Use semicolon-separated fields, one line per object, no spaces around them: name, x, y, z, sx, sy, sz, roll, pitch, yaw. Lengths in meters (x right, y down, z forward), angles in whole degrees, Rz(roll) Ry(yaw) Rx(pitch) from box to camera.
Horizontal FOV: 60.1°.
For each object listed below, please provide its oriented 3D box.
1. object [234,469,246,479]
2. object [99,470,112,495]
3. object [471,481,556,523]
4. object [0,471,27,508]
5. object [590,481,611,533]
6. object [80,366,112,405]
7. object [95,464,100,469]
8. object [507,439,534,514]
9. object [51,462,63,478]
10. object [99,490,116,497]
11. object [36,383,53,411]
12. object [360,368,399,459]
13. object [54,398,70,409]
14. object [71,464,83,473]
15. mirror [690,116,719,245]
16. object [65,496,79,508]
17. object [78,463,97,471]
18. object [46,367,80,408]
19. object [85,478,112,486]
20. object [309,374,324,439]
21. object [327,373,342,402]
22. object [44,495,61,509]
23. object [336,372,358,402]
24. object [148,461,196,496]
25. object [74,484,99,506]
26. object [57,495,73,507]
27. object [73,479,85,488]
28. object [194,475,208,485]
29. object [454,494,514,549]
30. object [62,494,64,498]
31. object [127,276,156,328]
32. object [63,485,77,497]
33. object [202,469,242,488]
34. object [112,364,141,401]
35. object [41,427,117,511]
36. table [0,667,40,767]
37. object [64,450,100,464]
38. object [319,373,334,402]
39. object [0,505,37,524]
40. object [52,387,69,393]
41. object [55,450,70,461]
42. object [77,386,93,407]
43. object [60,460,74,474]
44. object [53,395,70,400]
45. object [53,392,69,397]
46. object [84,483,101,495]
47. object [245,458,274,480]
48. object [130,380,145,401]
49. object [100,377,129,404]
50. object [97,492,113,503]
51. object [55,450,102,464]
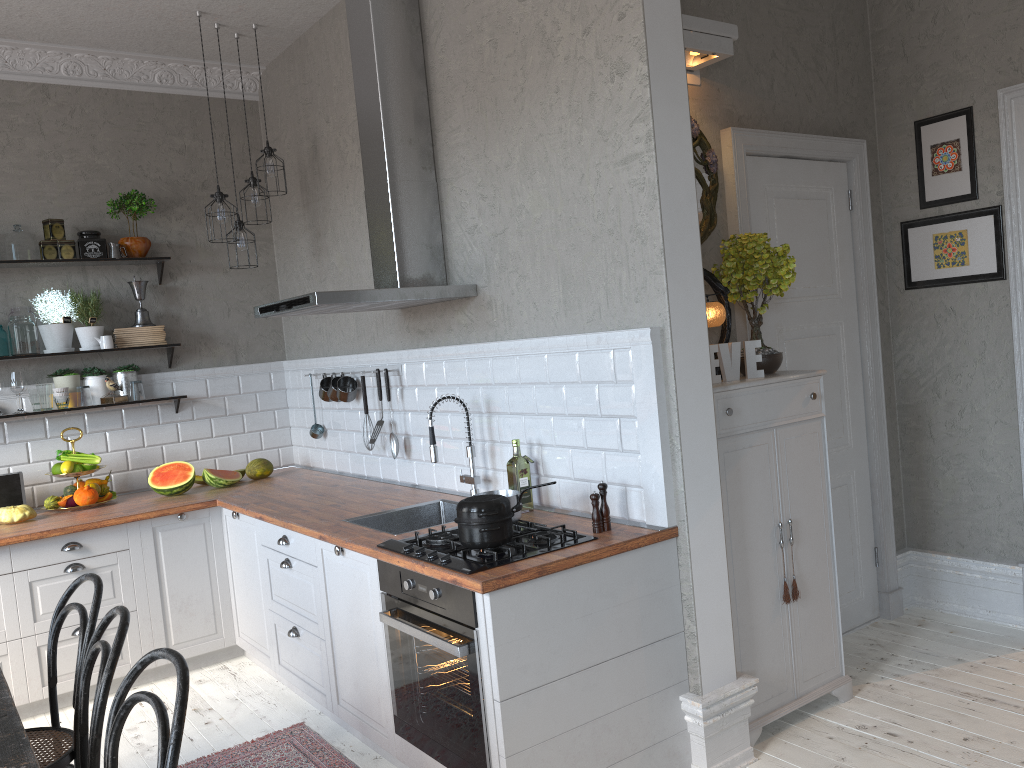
object;-1.594;0.526;5.066;0.118;0.073;0.202;-4;3;18
object;-2.176;0.528;4.721;0.062;0.120;0.124;-6;3;-11
object;0.008;0.412;3.123;0.304;0.134;0.174;-5;3;-1
object;-2.632;0.578;4.416;0.359;0.226;0.086;-8;4;-36
object;0.294;0.408;2.953;0.074;0.167;0.035;-8;4;-36
object;-2.304;0.008;4.904;0.174;0.214;0.146;-6;3;-6
object;-2.210;0.435;4.690;0.053;0.050;0.048;-7;3;-26
object;0.041;0.352;3.414;0.091;0.282;0.080;-8;4;-35
object;-2.334;0.446;4.596;0.099;0.078;0.098;-3;4;42
object;-2.231;0.591;4.740;0.217;0.044;0.054;-5;3;2
object;-2.463;0.070;4.678;0.077;0.139;0.080;-4;3;27
object;-0.668;0.147;4.364;0.083;0.443;0.322;-8;4;-35
object;-2.378;0.106;4.686;0.079;0.051;0.075;-8;4;-42
object;-2.254;0.446;4.581;0.065;0.061;0.065;-8;4;-35
mirror;0.647;-0.804;3.489;0.543;0.593;0.069;-8;4;-36
object;-2.309;0.615;4.604;0.224;0.076;0.071;-3;4;36
object;-2.227;0.442;4.642;0.099;0.062;0.077;-4;3;27
object;-2.428;0.020;4.804;0.153;0.217;0.159;-3;4;34
object;-2.203;0.524;4.711;0.129;0.056;0.058;-8;4;-43
object;-1.138;0.128;5.094;0.078;0.379;0.081;-8;4;-35
object;-0.933;0.017;4.773;0.110;0.161;0.134;-7;4;-33
object;-2.367;0.609;4.587;0.077;0.072;0.151;-6;3;-5
object;-0.870;0.016;4.666;0.110;0.161;0.135;-6;3;-18
object;-1.823;0.513;4.751;0.238;0.174;0.215;-6;3;-14
object;-2.186;0.571;4.544;0.110;0.111;0.114;-4;3;22
object;-2.314;0.608;4.582;0.086;0.057;0.088;-6;3;-3
object;-2.289;0.551;4.699;0.087;0.093;0.085;-8;4;-39
object;-1.746;0.543;5.073;0.202;0.067;0.101;-7;3;-29
object;-0.085;0.431;2.780;0.189;0.147;0.194;-3;4;34
object;-2.317;0.610;4.702;0.235;0.048;0.062;-4;3;26
object;-2.101;-0.463;5.008;0.128;0.288;0.133;-3;4;40
object;-2.318;0.565;4.687;0.079;0.076;0.153;-6;3;-8
object;-1.580;0.508;4.866;0.145;0.127;0.229;-3;4;38
object;-2.173;-0.009;5.009;0.162;0.213;0.150;-8;4;-38
object;-2.280;0.436;4.629;0.344;0.426;0.359;-3;4;40
table;-1.567;1.213;1.956;0.923;0.735;1.880;-8;4;-35
object;-2.272;0.386;4.685;0.183;0.096;0.087;-6;3;-16
object;-1.006;0.018;4.876;0.110;0.161;0.134;-7;3;-23
object;-2.432;0.636;4.316;0.201;0.083;0.185;-7;4;-35
object;-2.384;0.046;4.683;0.075;0.051;0.079;-3;4;40
object;-2.317;0.365;4.576;0.050;0.058;0.074;-4;4;32
object;-2.317;0.065;4.797;0.079;0.108;0.076;-8;4;-42
object;-2.281;0.428;4.543;0.060;0.069;0.078;-6;3;-16
object;-2.380;0.088;4.685;0.079;0.051;0.075;-8;4;-42
object;-2.382;0.071;4.684;0.078;0.051;0.076;-6;3;-17
object;-2.197;0.556;4.627;0.089;0.078;0.087;-6;3;-9
object;-1.456;0.488;5.106;0.130;0.119;0.206;-4;3;18
object;-2.089;0.037;4.931;0.079;0.108;0.076;-8;4;-42
object;-2.190;0.032;4.879;0.099;0.147;0.120;-4;3;23
object;-2.147;0.597;4.653;0.089;0.051;0.068;-5;3;12
object;-2.258;0.379;4.613;0.215;0.101;0.066;-7;3;-29
